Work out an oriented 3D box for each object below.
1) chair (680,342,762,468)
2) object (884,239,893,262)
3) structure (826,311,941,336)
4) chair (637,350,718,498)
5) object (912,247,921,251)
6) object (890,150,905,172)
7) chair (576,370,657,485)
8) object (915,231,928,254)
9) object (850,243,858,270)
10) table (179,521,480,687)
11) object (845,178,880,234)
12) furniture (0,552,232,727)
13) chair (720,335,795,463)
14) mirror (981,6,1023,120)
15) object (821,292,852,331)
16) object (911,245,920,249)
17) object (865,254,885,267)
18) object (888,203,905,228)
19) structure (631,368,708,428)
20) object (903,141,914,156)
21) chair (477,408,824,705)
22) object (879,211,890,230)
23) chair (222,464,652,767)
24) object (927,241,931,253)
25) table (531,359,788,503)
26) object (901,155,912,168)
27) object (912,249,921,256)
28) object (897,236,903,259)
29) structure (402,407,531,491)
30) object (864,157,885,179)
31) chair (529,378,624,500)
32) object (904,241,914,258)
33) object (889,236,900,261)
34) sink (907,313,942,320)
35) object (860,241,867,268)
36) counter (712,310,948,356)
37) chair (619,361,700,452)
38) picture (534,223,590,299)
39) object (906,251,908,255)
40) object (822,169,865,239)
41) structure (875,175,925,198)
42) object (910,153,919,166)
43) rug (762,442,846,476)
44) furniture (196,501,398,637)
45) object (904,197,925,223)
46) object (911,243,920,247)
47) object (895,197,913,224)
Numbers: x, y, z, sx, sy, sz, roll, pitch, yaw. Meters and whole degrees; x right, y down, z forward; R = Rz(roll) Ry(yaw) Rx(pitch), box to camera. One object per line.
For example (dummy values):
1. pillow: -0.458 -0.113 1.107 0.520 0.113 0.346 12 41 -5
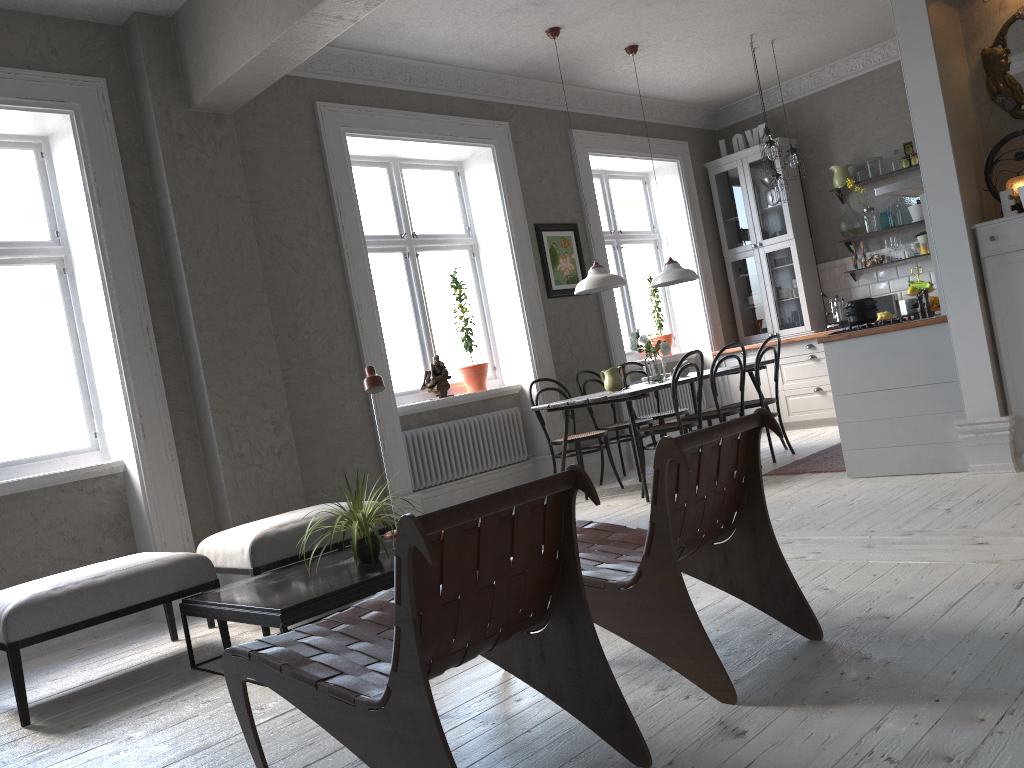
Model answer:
1. chair: 1.460 0.195 6.342 0.447 0.921 0.538 -11 1 -37
2. object: 3.493 -1.233 8.189 0.080 0.217 0.083 -10 1 31
3. structure: 2.264 -0.375 5.357 0.618 0.031 0.486 -11 0 -45
4. chair: 1.082 0.267 5.955 0.537 0.921 0.447 -10 1 43
5. object: 3.618 -1.189 7.922 0.075 0.051 0.079 -10 0 38
6. object: 3.525 -2.032 8.093 0.139 0.220 0.140 -11 0 5
7. chair: 0.855 0.306 7.016 0.537 0.921 0.447 -10 1 43
8. object: 3.721 -1.276 7.987 0.154 0.217 0.158 -10 1 25
9. object: 3.256 -1.210 8.428 0.052 0.264 0.062 -10 1 17
10. table: -0.608 0.906 3.863 1.337 0.303 0.831 -11 0 -45
11. object: 3.233 -1.651 8.181 0.188 0.540 0.286 -10 1 37
12. furniture: -1.760 1.021 3.780 0.845 0.476 0.571 -11 0 -45
13. chair: 1.817 0.128 6.677 0.537 0.921 0.447 -10 1 43
14. mirror: 2.740 -1.694 4.619 0.072 0.593 0.521 -11 1 -45
15. object: 3.040 -0.698 8.367 0.361 0.370 0.201 -11 1 -45
16. object: 3.615 -1.206 7.922 0.078 0.051 0.076 -11 0 -26
17. object: 3.382 -1.157 8.255 0.174 0.111 0.098 -10 0 22
18. object: 3.483 -1.526 8.038 0.127 0.206 0.123 -11 1 -22
19. structure: 1.463 0.127 8.422 0.145 0.428 1.249 -10 1 43
20. object: 3.538 -2.094 7.903 0.081 0.113 0.084 -10 1 25
21. chair: 0.349 0.514 2.824 0.518 0.721 0.995 -11 1 -45
22. object: 3.465 -1.506 8.188 0.129 0.172 0.123 -11 1 -41
23. chair: -0.262 0.629 2.208 0.518 0.721 0.995 -11 1 -45
24. object: 3.734 -1.222 7.881 0.076 0.108 0.079 -10 1 39
25. table: 1.184 0.340 6.665 1.960 0.735 0.886 -11 0 -45
26. object: 3.544 -1.982 7.937 0.084 0.113 0.081 -11 1 -45
27. object: 3.622 -1.172 7.922 0.075 0.051 0.079 -10 0 38
28. object: 3.549 -1.243 8.125 0.080 0.217 0.083 -10 1 31
29. structure: -0.343 0.469 6.599 0.145 0.428 1.249 -10 1 43
30. object: 3.340 -1.980 8.149 0.173 0.184 0.171 -11 0 -6
31. chair: 0.461 0.380 6.614 0.447 0.921 0.538 -11 1 -37
32. object: 3.598 -1.212 8.000 0.078 0.139 0.080 -10 1 18
33. object: 3.487 -1.231 8.059 0.080 0.217 0.083 -10 1 31
34. sink: 2.804 -0.569 5.722 0.496 0.720 0.517 -11 1 -45
35. object: 3.316 -1.221 8.344 0.062 0.264 0.053 -11 1 -9
36. counter: 2.471 -0.384 7.033 3.462 0.039 3.095 -11 0 -45
37. chair: 1.214 0.238 7.353 0.446 0.921 0.538 -11 1 -32
38. picture: 0.426 -1.031 7.370 0.532 0.620 0.019 -11 1 -45
39. object: 3.636 -1.191 8.076 0.079 0.083 0.076 -11 0 -27
40. object: 3.134 -1.703 8.333 0.331 0.674 0.341 -10 1 14
41. structure: 2.809 -2.146 5.988 0.727 1.596 0.698 -11 1 -45
42. object: 3.601 -1.992 7.873 0.084 0.113 0.081 -11 1 -35
43. rug: 2.343 0.489 6.154 1.316 0.014 0.721 -11 0 -45
44. furniture: -1.058 0.888 4.488 0.845 0.476 0.571 -11 0 -45
45. object: 3.659 -1.635 7.971 0.238 0.354 0.240 -11 1 -27
46. object: 3.611 -1.231 7.921 0.076 0.051 0.078 -10 0 31
47. object: 3.600 -1.577 8.129 0.134 0.264 0.129 -11 1 -39
